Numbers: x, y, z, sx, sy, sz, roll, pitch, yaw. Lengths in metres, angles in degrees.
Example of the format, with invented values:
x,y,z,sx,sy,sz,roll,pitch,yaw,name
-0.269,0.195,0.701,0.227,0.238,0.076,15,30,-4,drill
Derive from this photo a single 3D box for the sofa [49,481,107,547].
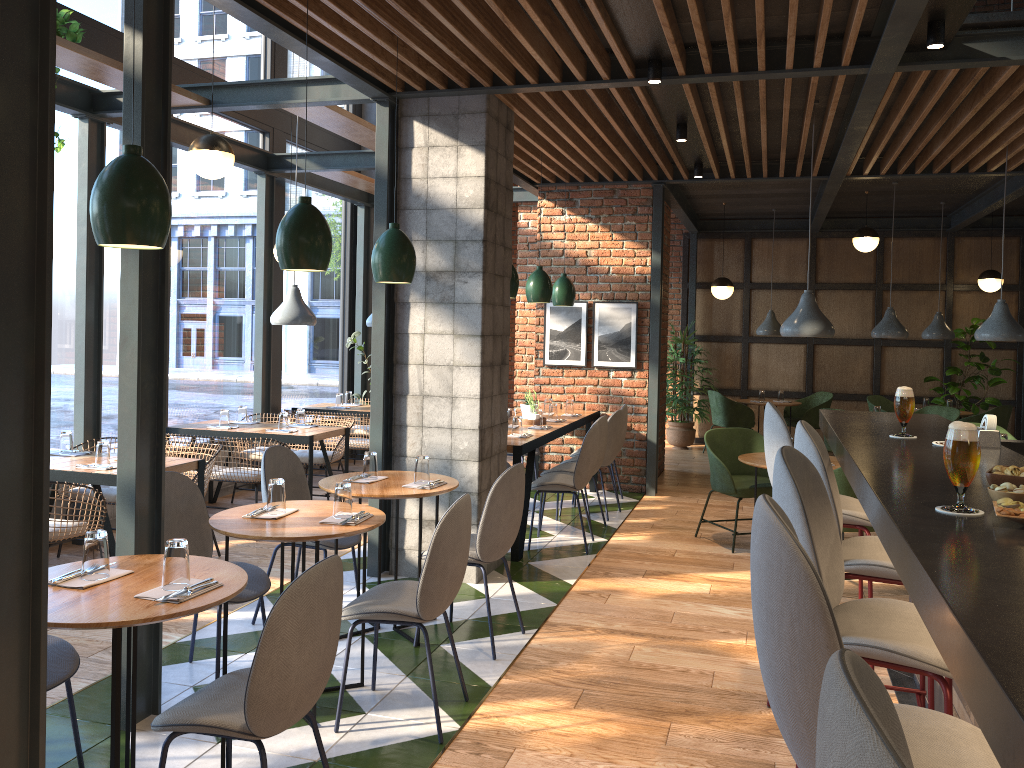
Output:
x,y,z,sx,sy,sz,roll,pitch,yaw,name
-2.715,0.816,4.671,1.092,0.732,0.471,2,2,16,sofa

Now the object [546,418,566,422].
x,y,z,sx,sy,sz,roll,pitch,yaw,name
0.361,0.302,7.437,0.157,0.019,0.243,2,4,16,object

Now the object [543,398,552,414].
x,y,z,sx,sy,sz,roll,pitch,yaw,name
0.327,0.197,8.043,0.080,0.138,0.080,2,2,38,object

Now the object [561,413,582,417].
x,y,z,sx,sy,sz,roll,pitch,yaw,name
0.534,0.273,7.959,0.157,0.019,0.243,2,4,16,object

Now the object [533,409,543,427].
x,y,z,sx,sy,sz,roll,pitch,yaw,name
0.203,0.265,6.913,0.080,0.138,0.080,1,2,-20,object

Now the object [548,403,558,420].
x,y,z,sx,sy,sz,roll,pitch,yaw,name
0.346,0.234,7.463,0.080,0.138,0.080,1,2,-10,object

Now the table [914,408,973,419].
x,y,z,sx,sy,sz,roll,pitch,yaw,name
4.881,0.657,10.261,0.807,0.686,0.808,2,3,16,table

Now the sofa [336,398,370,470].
x,y,z,sx,sy,sz,roll,pitch,yaw,name
-1.326,0.549,9.435,1.092,0.732,0.471,2,2,16,sofa

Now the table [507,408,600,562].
x,y,z,sx,sy,sz,roll,pitch,yaw,name
0.132,0.701,7.241,0.658,0.765,2.776,2,3,16,table

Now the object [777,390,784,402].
x,y,z,sx,sy,sz,roll,pitch,yaw,name
3.382,0.149,11.148,0.080,0.138,0.080,1,2,-5,object

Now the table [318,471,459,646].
x,y,z,sx,sy,sz,roll,pitch,yaw,name
-0.626,0.867,4.472,0.700,0.746,0.700,2,2,26,table

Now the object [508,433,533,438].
x,y,z,sx,sy,sz,roll,pitch,yaw,name
0.052,0.364,6.325,0.157,0.019,0.243,2,4,16,object

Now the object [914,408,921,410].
x,y,z,sx,sy,sz,roll,pitch,yaw,name
4.842,0.295,10.392,0.242,0.019,0.158,-1,4,-29,object

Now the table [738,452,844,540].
x,y,z,sx,sy,sz,roll,pitch,yaw,name
1.933,0.859,5.976,0.807,0.686,0.808,-1,3,-43,table

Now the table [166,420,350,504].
x,y,z,sx,sy,sz,roll,pitch,yaw,name
-2.023,0.696,7.046,1.272,0.705,0.659,2,2,16,table

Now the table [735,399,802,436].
x,y,z,sx,sy,sz,roll,pitch,yaw,name
3.212,0.565,11.141,0.807,0.686,0.808,0,3,-34,table

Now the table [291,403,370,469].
x,y,z,sx,sy,sz,roll,pitch,yaw,name
-1.485,0.592,8.891,1.272,0.705,0.659,2,2,16,table

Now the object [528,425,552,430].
x,y,z,sx,sy,sz,roll,pitch,yaw,name
0.218,0.333,6.887,0.157,0.019,0.243,2,4,16,object

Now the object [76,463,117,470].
x,y,z,sx,sy,sz,roll,pitch,yaw,name
-2.319,0.457,4.962,0.243,0.019,0.157,2,4,15,object

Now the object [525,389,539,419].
x,y,z,sx,sy,sz,roll,pitch,yaw,name
0.173,0.183,7.137,0.115,0.282,0.128,2,1,12,object

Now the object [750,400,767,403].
x,y,z,sx,sy,sz,roll,pitch,yaw,name
3.086,0.215,11.050,0.157,0.019,0.243,0,4,-18,object

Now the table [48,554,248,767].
x,y,z,sx,sy,sz,roll,pitch,yaw,name
-1.159,0.969,2.644,0.699,0.746,0.700,0,2,-27,table

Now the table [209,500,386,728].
x,y,z,sx,sy,sz,roll,pitch,yaw,name
-0.876,0.915,3.617,0.699,0.746,0.700,0,2,-32,table

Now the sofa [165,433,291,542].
x,y,z,sx,sy,sz,roll,pitch,yaw,name
-2.181,0.713,6.502,1.092,0.732,0.471,2,2,16,sofa

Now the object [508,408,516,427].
x,y,z,sx,sy,sz,roll,pitch,yaw,name
-0.004,0.259,6.928,0.080,0.138,0.080,3,2,40,object

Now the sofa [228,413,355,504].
x,y,z,sx,sy,sz,roll,pitch,yaw,name
-1.865,0.652,7.585,1.092,0.732,0.471,2,2,16,sofa

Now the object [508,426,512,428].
x,y,z,sx,sy,sz,roll,pitch,yaw,name
-0.022,0.323,6.956,0.157,0.019,0.243,2,4,16,object

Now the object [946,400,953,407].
x,y,z,sx,sy,sz,roll,pitch,yaw,name
4.997,0.249,10.120,0.080,0.138,0.080,2,2,24,object

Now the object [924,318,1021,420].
x,y,z,sx,sy,sz,roll,pitch,yaw,name
5.560,0.088,10.739,1.057,1.793,0.722,2,1,27,object

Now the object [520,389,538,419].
x,y,z,sx,sy,sz,roll,pitch,yaw,name
0.142,0.178,7.260,0.146,0.276,0.146,1,1,-3,object

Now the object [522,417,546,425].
x,y,z,sx,sy,sz,roll,pitch,yaw,name
0.154,0.298,7.210,0.251,0.046,0.254,1,4,-10,object

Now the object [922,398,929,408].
x,y,z,sx,sy,sz,roll,pitch,yaw,name
4.844,0.231,10.364,0.080,0.138,0.080,1,2,-6,object

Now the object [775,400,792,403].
x,y,z,sx,sy,sz,roll,pitch,yaw,name
3.410,0.217,11.136,0.157,0.019,0.243,0,4,-18,object

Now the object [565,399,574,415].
x,y,z,sx,sy,sz,roll,pitch,yaw,name
0.520,0.205,7.985,0.080,0.138,0.080,1,2,-10,object

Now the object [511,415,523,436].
x,y,z,sx,sy,sz,roll,pitch,yaw,name
0.037,0.296,6.351,0.080,0.138,0.080,3,2,40,object

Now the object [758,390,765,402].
x,y,z,sx,sy,sz,roll,pitch,yaw,name
3.113,0.150,11.045,0.080,0.138,0.080,1,2,-5,object

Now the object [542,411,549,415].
x,y,z,sx,sy,sz,roll,pitch,yaw,name
0.308,0.261,8.071,0.157,0.019,0.243,2,4,15,object

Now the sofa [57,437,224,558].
x,y,z,sx,sy,sz,roll,pitch,yaw,name
-2.399,0.755,5.755,1.092,0.732,0.471,2,2,16,sofa

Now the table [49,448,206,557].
x,y,z,sx,sy,sz,roll,pitch,yaw,name
-2.557,0.798,5.213,1.272,0.705,0.659,2,2,16,table

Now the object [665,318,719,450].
x,y,z,sx,sy,sz,roll,pitch,yaw,name
2.241,-0.008,11.680,0.978,1.721,0.915,1,2,-18,object

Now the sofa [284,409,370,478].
x,y,z,sx,sy,sz,roll,pitch,yaw,name
-1.642,0.610,8.351,1.092,0.732,0.471,2,2,16,sofa

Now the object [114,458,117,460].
x,y,z,sx,sy,sz,roll,pitch,yaw,name
-2.221,0.440,5.265,0.243,0.019,0.157,2,4,18,object
